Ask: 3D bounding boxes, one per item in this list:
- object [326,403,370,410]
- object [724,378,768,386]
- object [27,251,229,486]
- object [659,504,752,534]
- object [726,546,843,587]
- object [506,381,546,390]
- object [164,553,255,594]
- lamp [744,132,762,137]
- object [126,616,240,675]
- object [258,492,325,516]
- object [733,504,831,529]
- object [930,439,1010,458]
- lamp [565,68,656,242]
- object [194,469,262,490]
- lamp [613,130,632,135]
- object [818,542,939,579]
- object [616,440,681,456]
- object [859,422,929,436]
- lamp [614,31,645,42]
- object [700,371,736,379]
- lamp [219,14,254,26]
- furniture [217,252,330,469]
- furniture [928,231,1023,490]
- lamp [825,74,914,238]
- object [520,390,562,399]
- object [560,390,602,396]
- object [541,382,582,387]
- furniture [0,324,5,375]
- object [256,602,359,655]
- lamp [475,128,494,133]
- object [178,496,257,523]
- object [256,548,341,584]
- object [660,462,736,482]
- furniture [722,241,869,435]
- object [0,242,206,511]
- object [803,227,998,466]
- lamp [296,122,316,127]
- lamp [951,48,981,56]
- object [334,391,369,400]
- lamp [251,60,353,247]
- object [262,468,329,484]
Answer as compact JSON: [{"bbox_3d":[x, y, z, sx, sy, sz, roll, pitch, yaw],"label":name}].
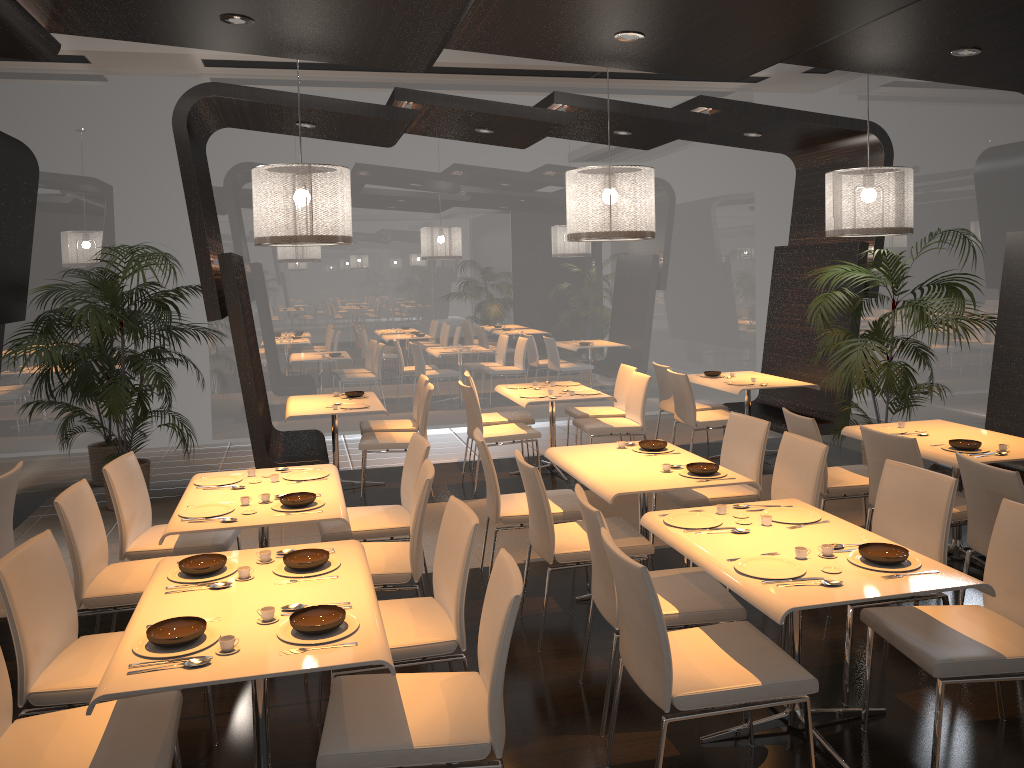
[{"bbox_3d":[-1.325,0.166,7.135,0.335,0.037,0.378,-5,8,-24],"label":"object"},{"bbox_3d":[2.112,-0.017,7.914,0.335,0.037,0.379,-4,8,-19],"label":"object"},{"bbox_3d":[-3.511,-0.161,7.854,1.563,2.051,1.511,2,6,38],"label":"object"},{"bbox_3d":[0.812,0.558,3.653,0.335,0.037,0.379,-4,8,-19],"label":"object"},{"bbox_3d":[0.958,0.630,3.057,0.335,0.037,0.379,-4,8,-19],"label":"object"},{"bbox_3d":[0.128,0.015,8.040,0.335,0.037,0.379,-4,8,-19],"label":"object"},{"bbox_3d":[-1.081,0.661,3.176,0.303,0.044,0.367,-3,7,-14],"label":"object"},{"bbox_3d":[2.222,-2.319,8.166,0.161,0.055,0.162,-4,7,-19],"label":"lamp"},{"bbox_3d":[-0.946,0.735,2.571,0.303,0.044,0.367,-3,7,-14],"label":"object"},{"bbox_3d":[-1.026,0.541,4.111,0.303,0.044,0.367,-3,7,-14],"label":"object"},{"bbox_3d":[1.112,0.539,3.744,0.335,0.037,0.378,-5,8,-24],"label":"object"},{"bbox_3d":[2.577,0.348,4.941,0.303,0.044,0.367,-3,7,-14],"label":"object"},{"bbox_3d":[0.682,-1.985,6.253,0.626,1.922,0.629,-1,3,14],"label":"lamp"},{"bbox_3d":[-1.476,0.494,4.589,0.335,0.037,0.379,-4,8,-19],"label":"object"},{"bbox_3d":[0.983,-2.250,7.865,0.161,0.055,0.162,-4,7,-19],"label":"lamp"},{"bbox_3d":[1.281,0.607,3.151,0.303,0.044,0.367,-3,7,-14],"label":"object"},{"bbox_3d":[0.787,0.362,5.172,0.303,0.044,0.367,-3,7,-14],"label":"object"},{"bbox_3d":[2.404,0.282,5.518,0.335,0.037,0.379,-4,8,-19],"label":"object"},{"bbox_3d":[0.626,-1.868,4.716,0.161,0.050,0.162,-2,7,-8],"label":"lamp"},{"bbox_3d":[1.971,-0.093,8.515,0.303,0.044,0.367,-3,7,-14],"label":"object"},{"bbox_3d":[-1.321,-1.761,4.244,0.160,0.050,0.161,-4,7,-19],"label":"lamp"},{"bbox_3d":[-1.922,-0.225,7.233,0.757,1.668,1.409,-2,5,-14],"label":"furniture"},{"bbox_3d":[3.529,-0.036,4.710,0.757,1.666,2.917,-2,6,-13],"label":"furniture"},{"bbox_3d":[2.719,-2.098,6.747,0.626,1.922,0.629,0,3,18],"label":"lamp"},{"bbox_3d":[0.244,0.089,7.442,0.335,0.037,0.379,-4,8,-19],"label":"object"},{"bbox_3d":[0.580,0.061,7.598,0.335,0.037,0.378,-5,8,-24],"label":"object"},{"bbox_3d":[0.448,-0.013,8.199,0.335,0.037,0.378,-5,8,-24],"label":"object"},{"bbox_3d":[-4.358,-0.091,6.642,0.757,1.668,1.409,-2,5,-14],"label":"furniture"},{"bbox_3d":[-0.618,0.714,2.673,0.303,0.044,0.367,-3,7,-14],"label":"object"},{"bbox_3d":[-0.236,-2.183,7.570,0.161,0.055,0.162,-4,7,-19],"label":"lamp"},{"bbox_3d":[-1.330,0.567,3.993,0.335,0.037,0.379,-4,8,-19],"label":"object"},{"bbox_3d":[-0.785,0.646,3.242,0.303,0.044,0.367,-3,7,-14],"label":"object"},{"bbox_3d":[0.941,0.438,4.542,0.303,0.044,0.367,-3,7,-14],"label":"object"},{"bbox_3d":[2.598,-0.475,8.329,0.757,1.668,1.409,-2,5,-14],"label":"furniture"},{"bbox_3d":[-3.040,-0.045,6.854,1.563,2.051,1.511,-3,5,-20],"label":"object"},{"bbox_3d":[3.043,-0.209,6.990,1.504,2.051,1.570,-1,4,0],"label":"object"},{"bbox_3d":[-1.683,-2.130,7.217,0.160,0.054,0.161,-2,7,-8],"label":"lamp"},{"bbox_3d":[2.677,-1.973,5.214,0.161,0.050,0.162,-2,7,-8],"label":"lamp"},{"bbox_3d":[-1.402,0.092,7.705,0.303,0.044,0.367,-3,7,-14],"label":"object"},{"bbox_3d":[-1.387,-1.871,5.752,0.626,1.922,0.629,-1,3,14],"label":"lamp"},{"bbox_3d":[-1.155,0.470,4.719,0.335,0.037,0.378,-5,8,-24],"label":"object"}]
